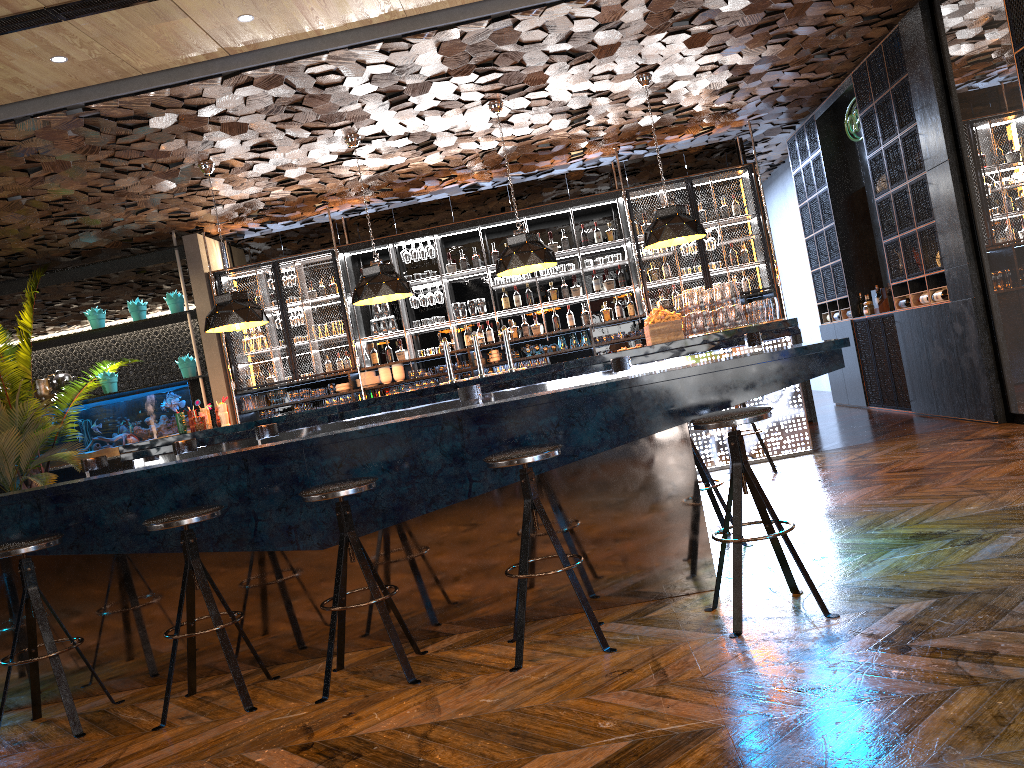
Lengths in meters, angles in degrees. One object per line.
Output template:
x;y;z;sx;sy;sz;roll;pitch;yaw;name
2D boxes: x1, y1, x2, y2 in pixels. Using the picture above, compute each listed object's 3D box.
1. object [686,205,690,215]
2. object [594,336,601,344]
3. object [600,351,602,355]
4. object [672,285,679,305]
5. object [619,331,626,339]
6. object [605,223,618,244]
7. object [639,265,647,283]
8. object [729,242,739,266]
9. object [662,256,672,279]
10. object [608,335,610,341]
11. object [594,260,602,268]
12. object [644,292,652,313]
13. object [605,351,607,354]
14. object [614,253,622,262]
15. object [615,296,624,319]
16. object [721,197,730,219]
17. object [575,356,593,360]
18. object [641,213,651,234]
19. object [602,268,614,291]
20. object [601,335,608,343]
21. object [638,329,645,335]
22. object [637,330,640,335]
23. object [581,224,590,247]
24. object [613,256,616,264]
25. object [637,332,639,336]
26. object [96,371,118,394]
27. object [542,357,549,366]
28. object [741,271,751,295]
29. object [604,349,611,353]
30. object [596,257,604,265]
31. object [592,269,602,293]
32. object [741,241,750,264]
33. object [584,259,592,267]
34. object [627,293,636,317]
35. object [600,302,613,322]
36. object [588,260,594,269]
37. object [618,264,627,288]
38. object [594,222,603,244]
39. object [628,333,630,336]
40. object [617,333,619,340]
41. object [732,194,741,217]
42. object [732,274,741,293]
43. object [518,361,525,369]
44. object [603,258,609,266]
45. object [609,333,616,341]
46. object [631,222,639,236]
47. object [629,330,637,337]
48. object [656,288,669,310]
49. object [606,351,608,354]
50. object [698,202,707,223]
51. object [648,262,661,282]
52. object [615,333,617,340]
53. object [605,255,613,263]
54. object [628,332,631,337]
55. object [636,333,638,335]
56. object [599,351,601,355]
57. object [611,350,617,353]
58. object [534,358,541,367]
2.135;-2.030;10.735;0.123;0.279;0.123;-11;0;7;object
1.028;-0.526;10.631;0.084;0.082;0.084;-11;0;-4;object
1.077;-0.308;10.707;0.089;0.174;0.089;-11;0;-36;object
1.987;-1.062;10.761;0.086;0.299;0.086;-11;0;-37;object
1.320;-0.582;10.608;0.084;0.082;0.084;-11;0;-14;object
1.207;-1.838;10.794;0.151;0.248;0.094;-11;0;32;object
1.571;-1.344;10.779;0.083;0.282;0.083;-11;0;-11;object
2.670;-1.561;10.711;0.086;0.299;0.086;-11;0;-37;object
1.872;-1.408;10.773;0.086;0.298;0.086;-11;0;-37;object
1.213;-0.562;10.809;0.084;0.082;0.084;-11;0;1;object
1.059;-1.484;10.922;0.089;0.092;0.089;-11;0;-11;object
1.643;-0.996;10.787;0.086;0.298;0.086;-11;0;-37;object
1.155;-0.323;10.764;0.089;0.174;0.089;-11;0;-36;object
1.281;-1.525;10.731;0.089;0.092;0.089;-11;0;-11;object
1.300;-0.930;10.816;0.086;0.298;0.086;-11;0;-37;object
2.566;-2.113;10.706;0.083;0.282;0.083;-11;0;19;object
0.821;-0.240;10.754;0.356;0.134;0.206;-11;0;11;object
1.626;-1.933;10.753;0.123;0.279;0.123;-11;0;12;object
1.167;-1.265;10.792;0.123;0.279;0.123;-11;0;-7;object
1.108;-0.541;10.623;0.084;0.082;0.084;-11;0;5;object
1.550;-0.619;10.580;0.088;0.070;0.098;-11;0;14;object
1.553;-0.620;10.678;0.098;0.070;0.088;-11;0;31;object
0.884;-1.804;10.818;0.086;0.299;0.086;-11;0;-37;object
1.269;-1.523;10.895;0.089;0.092;0.089;-11;0;43;object
1.559;-0.622;10.780;0.098;0.070;0.088;-11;0;-40;object
-5.068;-0.024;11.128;0.265;0.325;0.245;-11;0;-32;object
0.411;-0.210;10.690;0.091;0.229;0.091;-11;0;-24;object
2.821;-1.218;10.717;0.086;0.298;0.086;-11;0;-37;object
1.170;-0.325;10.665;0.089;0.174;0.089;-11;0;-36;object
1.071;-1.486;10.776;0.089;0.092;0.089;-11;0;3;object
1.028;-1.250;10.822;0.086;0.298;0.086;-11;0;-37;object
2.804;-1.577;10.699;0.083;0.282;0.083;-11;0;14;object
0.928;-1.458;10.756;0.089;0.092;0.089;-11;0;-11;object
1.442;-0.957;10.793;0.080;0.299;0.080;-11;0;6;object
1.153;-0.877;10.811;0.151;0.248;0.094;-11;0;13;object
0.960;-1.465;10.894;0.089;0.092;0.089;-11;0;-42;object
1.332;-1.308;10.798;0.086;0.299;0.086;-11;0;-37;object
1.047;-1.835;10.836;0.086;0.298;0.086;-11;0;-37;object
1.470;-0.605;10.833;0.088;0.070;0.098;-11;0;-12;object
1.308;-0.580;10.707;0.084;0.082;0.084;-11;0;10;object
2.704;-2.148;10.724;0.086;0.298;0.086;-11;0;-32;object
2.699;-1.187;10.712;0.083;0.282;0.083;-11;0;-11;object
0.126;-0.156;10.706;0.091;0.229;0.091;-11;0;-10;object
1.160;-1.503;10.890;0.089;0.092;0.089;-11;0;-11;object
1.203;-0.559;10.615;0.084;0.082;0.084;-11;0;21;object
1.481;-1.915;10.782;0.086;0.299;0.086;-11;0;-37;object
1.453;-0.601;10.636;0.088;0.070;0.098;-11;0;39;object
1.821;-1.019;10.755;0.123;0.279;0.123;-11;0;-7;object
1.175;-0.327;10.860;0.089;0.174;0.089;-11;0;-36;object
2.289;-2.062;10.724;0.083;0.282;0.083;-11;0;-11;object
1.724;-1.355;10.769;0.151;0.248;0.094;-11;0;13;object
1.227;-0.564;10.712;0.084;0.082;0.084;-11;0;31;object
1.182;-1.506;10.731;0.089;0.092;0.089;-11;0;43;object
1.461;-0.603;10.733;0.088;0.070;0.098;-11;0;27;object
1.569;-0.624;10.882;0.098;0.070;0.088;-11;0;5;object
1.061;-0.304;10.613;0.089;0.174;0.089;-11;0;-36;object
1.257;-0.329;10.645;0.106;0.148;0.106;-11;0;22;object
0.317;-0.192;10.697;0.091;0.229;0.091;-11;0;31;object
